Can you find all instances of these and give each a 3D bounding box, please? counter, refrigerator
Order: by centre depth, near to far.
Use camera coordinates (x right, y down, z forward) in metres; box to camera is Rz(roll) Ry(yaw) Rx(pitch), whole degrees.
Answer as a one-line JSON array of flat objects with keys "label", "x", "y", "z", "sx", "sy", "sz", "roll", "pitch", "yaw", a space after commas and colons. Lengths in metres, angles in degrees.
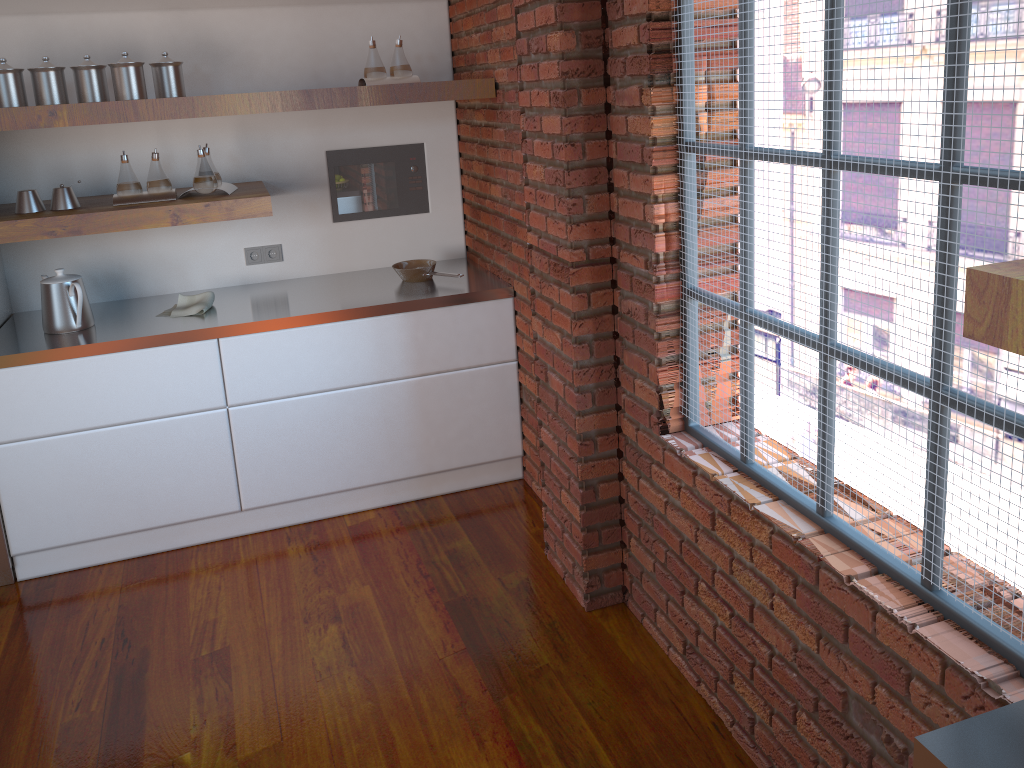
[{"label": "refrigerator", "x": -2.413, "y": -0.127, "z": 3.207, "sx": 0.916, "sy": 1.725, "sz": 0.800, "roll": -8, "pitch": 15, "yaw": -17}, {"label": "counter", "x": -1.044, "y": -0.329, "z": 3.676, "sx": 1.992, "sy": 0.043, "sz": 0.734, "roll": -10, "pitch": 20, "yaw": -17}]

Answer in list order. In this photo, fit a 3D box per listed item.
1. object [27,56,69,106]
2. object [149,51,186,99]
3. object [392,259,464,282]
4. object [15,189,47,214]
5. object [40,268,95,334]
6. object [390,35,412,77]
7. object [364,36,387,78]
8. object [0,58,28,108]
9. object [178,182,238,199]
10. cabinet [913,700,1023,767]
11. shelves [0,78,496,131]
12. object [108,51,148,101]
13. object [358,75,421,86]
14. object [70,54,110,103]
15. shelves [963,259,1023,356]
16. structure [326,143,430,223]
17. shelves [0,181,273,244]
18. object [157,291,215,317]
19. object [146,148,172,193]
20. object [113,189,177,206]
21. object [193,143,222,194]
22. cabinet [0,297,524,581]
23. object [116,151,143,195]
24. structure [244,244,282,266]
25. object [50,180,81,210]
[{"label": "object", "x": -1.712, "y": -1.121, "z": 3.251, "sx": 0.128, "sy": 0.172, "sz": 0.131, "roll": -10, "pitch": 16, "yaw": -22}, {"label": "object", "x": -1.345, "y": -1.208, "z": 3.439, "sx": 0.128, "sy": 0.172, "sz": 0.131, "roll": -10, "pitch": 16, "yaw": -22}, {"label": "object", "x": -0.380, "y": -0.474, "z": 3.807, "sx": 0.197, "sy": 0.072, "sz": 0.354, "roll": -17, "pitch": 23, "yaw": -34}, {"label": "object", "x": -1.805, "y": -0.685, "z": 3.288, "sx": 0.106, "sy": 0.079, "sz": 0.109, "roll": 0, "pitch": 17, "yaw": 11}, {"label": "object", "x": -1.727, "y": -0.327, "z": 3.381, "sx": 0.302, "sy": 0.232, "sz": 0.186, "roll": 0, "pitch": 16, "yaw": 13}, {"label": "object", "x": -0.464, "y": -1.343, "z": 3.639, "sx": 0.094, "sy": 0.187, "sz": 0.095, "roll": 3, "pitch": 16, "yaw": 25}, {"label": "object", "x": -0.565, "y": -1.325, "z": 3.604, "sx": 0.093, "sy": 0.186, "sz": 0.096, "roll": -5, "pitch": 14, "yaw": -5}, {"label": "object", "x": -1.831, "y": -1.092, "z": 3.189, "sx": 0.128, "sy": 0.172, "sz": 0.131, "roll": -10, "pitch": 16, "yaw": -22}, {"label": "object", "x": -1.216, "y": -0.780, "z": 3.526, "sx": 0.195, "sy": 0.032, "sz": 0.230, "roll": -6, "pitch": 19, "yaw": -7}, {"label": "cabinet", "x": 0.934, "y": 0.887, "z": 0.451, "sx": 0.338, "sy": 0.461, "sz": 1.667, "roll": -8, "pitch": 19, "yaw": -16}, {"label": "shelves", "x": -1.107, "y": -1.122, "z": 3.523, "sx": 1.986, "sy": 0.074, "sz": 0.672, "roll": -10, "pitch": 20, "yaw": -17}, {"label": "object", "x": -1.425, "y": -1.144, "z": 3.266, "sx": 0.128, "sy": 0.172, "sz": 0.131, "roll": -10, "pitch": 16, "yaw": -22}, {"label": "object", "x": -0.510, "y": -1.255, "z": 3.639, "sx": 0.225, "sy": 0.032, "sz": 0.200, "roll": -10, "pitch": 20, "yaw": -18}, {"label": "object", "x": -1.588, "y": -1.150, "z": 3.314, "sx": 0.128, "sy": 0.172, "sz": 0.131, "roll": -10, "pitch": 16, "yaw": -22}, {"label": "shelves", "x": 0.885, "y": 0.118, "z": 0.277, "sx": 0.339, "sy": 0.074, "sz": 1.578, "roll": -9, "pitch": 20, "yaw": -16}, {"label": "structure", "x": -0.618, "y": -0.938, "z": 4.099, "sx": 0.459, "sy": 0.326, "sz": 0.013, "roll": -9, "pitch": 14, "yaw": -17}, {"label": "shelves", "x": -1.515, "y": -0.686, "z": 3.471, "sx": 1.070, "sy": 0.074, "sz": 0.672, "roll": -9, "pitch": 20, "yaw": -17}, {"label": "object", "x": -1.316, "y": -0.326, "z": 3.555, "sx": 0.204, "sy": 0.060, "sz": 0.202, "roll": -2, "pitch": 19, "yaw": 5}, {"label": "object", "x": -1.381, "y": -0.821, "z": 3.428, "sx": 0.094, "sy": 0.187, "sz": 0.095, "roll": 3, "pitch": 16, "yaw": 25}, {"label": "object", "x": -1.428, "y": -0.733, "z": 3.428, "sx": 0.225, "sy": 0.032, "sz": 0.200, "roll": -10, "pitch": 20, "yaw": -18}, {"label": "object", "x": -1.221, "y": -0.859, "z": 3.509, "sx": 0.093, "sy": 0.187, "sz": 0.208, "roll": -6, "pitch": 16, "yaw": -8}, {"label": "cabinet", "x": -1.019, "y": 0.080, "z": 3.770, "sx": 1.993, "sy": 0.796, "sz": 0.730, "roll": -9, "pitch": 17, "yaw": -17}, {"label": "object", "x": -1.483, "y": -0.803, "z": 3.392, "sx": 0.093, "sy": 0.186, "sz": 0.096, "roll": -5, "pitch": 14, "yaw": -5}, {"label": "structure", "x": -1.129, "y": -0.588, "z": 3.997, "sx": 0.161, "sy": 0.078, "sz": 0.033, "roll": -9, "pitch": 15, "yaw": -17}, {"label": "object", "x": -1.693, "y": -0.713, "z": 3.321, "sx": 0.106, "sy": 0.097, "sz": 0.109, "roll": 4, "pitch": 18, "yaw": 24}]
